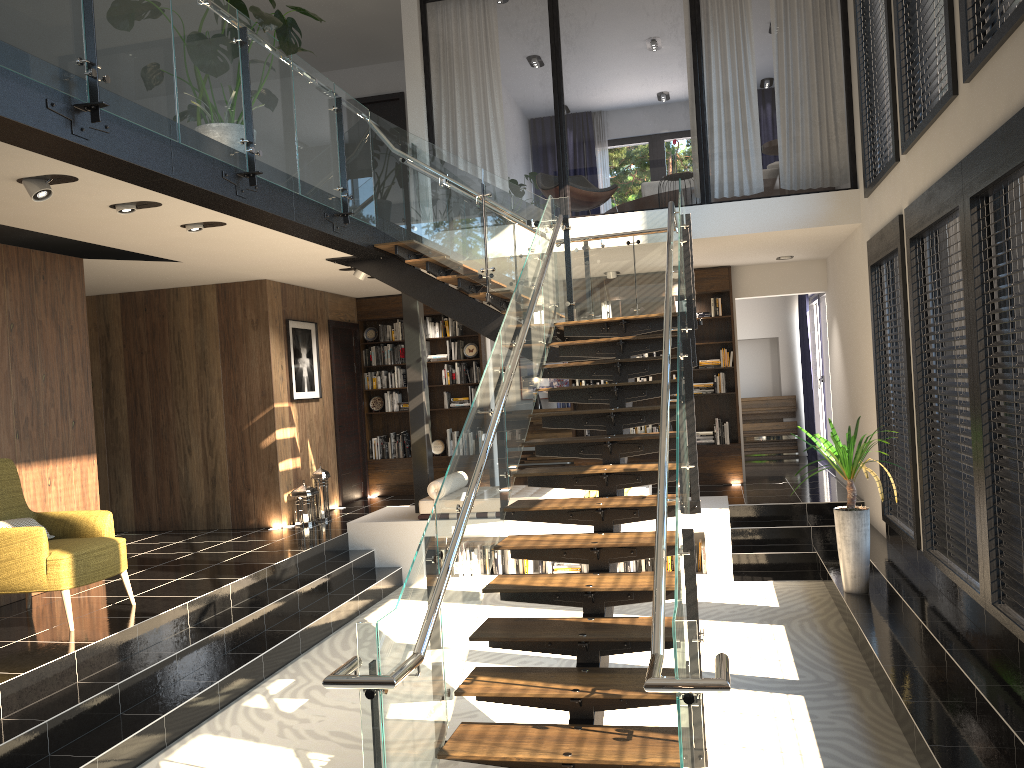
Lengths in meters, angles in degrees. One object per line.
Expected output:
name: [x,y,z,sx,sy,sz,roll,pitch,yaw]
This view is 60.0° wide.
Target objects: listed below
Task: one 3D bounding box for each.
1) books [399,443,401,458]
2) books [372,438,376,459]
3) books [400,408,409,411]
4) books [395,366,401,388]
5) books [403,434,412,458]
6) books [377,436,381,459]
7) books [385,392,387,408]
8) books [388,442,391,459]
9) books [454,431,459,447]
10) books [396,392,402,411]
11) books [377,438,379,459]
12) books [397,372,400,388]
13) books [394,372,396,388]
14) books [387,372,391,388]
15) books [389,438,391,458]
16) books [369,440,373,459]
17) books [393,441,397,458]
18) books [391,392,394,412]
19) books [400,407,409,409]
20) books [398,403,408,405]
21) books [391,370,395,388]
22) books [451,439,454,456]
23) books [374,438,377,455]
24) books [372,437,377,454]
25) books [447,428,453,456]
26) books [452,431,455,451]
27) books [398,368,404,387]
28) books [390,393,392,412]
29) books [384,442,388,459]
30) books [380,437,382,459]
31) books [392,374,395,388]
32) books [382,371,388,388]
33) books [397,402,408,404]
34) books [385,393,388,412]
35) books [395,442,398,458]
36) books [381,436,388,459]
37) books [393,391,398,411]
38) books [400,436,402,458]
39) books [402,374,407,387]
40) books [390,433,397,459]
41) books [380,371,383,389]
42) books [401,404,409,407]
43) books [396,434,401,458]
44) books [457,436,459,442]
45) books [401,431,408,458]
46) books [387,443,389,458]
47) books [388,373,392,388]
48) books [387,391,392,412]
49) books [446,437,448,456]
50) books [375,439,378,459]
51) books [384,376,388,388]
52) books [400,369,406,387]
books: [-1.479,0.891,12.011,0.033,0.208,0.192,-3,0,13]
books: [-1.848,0.876,12.083,0.014,0.282,0.232,-3,0,13]
books: [-1.366,0.340,11.962,0.262,0.032,0.154,-4,0,15]
books: [-1.533,-0.094,11.977,0.018,0.284,0.198,-3,0,13]
books: [-1.405,0.832,11.973,0.042,0.315,0.193,-3,1,13]
books: [-1.772,0.860,12.050,0.015,0.306,0.222,-3,0,13]
books: [-1.686,0.244,12.038,0.020,0.264,0.152,-3,1,13]
books: [-1.626,0.893,12.036,0.026,0.222,0.209,-3,0,13]
books: [-0.728,0.788,11.818,0.019,0.321,0.161,-3,1,13]
books: [-1.531,0.240,12.007,0.030,0.253,0.138,-3,1,13]
books: [-1.786,0.862,12.059,0.016,0.304,0.217,-3,0,13]
books: [-1.510,-0.058,11.987,0.018,0.210,0.157,-3,0,13]
books: [-1.547,-0.058,12.006,0.027,0.214,0.159,-3,0,13]
books: [-1.647,-0.053,12.024,0.053,0.216,0.151,-3,0,13]
books: [-1.609,0.862,12.019,0.017,0.282,0.232,-3,0,13]
books: [-1.895,0.890,12.120,0.032,0.262,0.194,-3,0,13]
books: [-1.562,0.889,12.031,0.034,0.223,0.208,-3,0,13]
books: [-1.591,0.237,12.010,0.024,0.265,0.147,-3,1,13]
books: [-1.367,0.314,11.964,0.266,0.021,0.152,-4,0,11]
books: [-1.374,0.262,11.952,0.293,0.016,0.174,-4,0,11]
books: [-1.599,-0.069,12.004,0.020,0.243,0.154,-3,1,13]
books: [-0.784,0.845,11.848,0.034,0.215,0.104,-3,1,13]
books: [-1.823,0.875,12.095,0.030,0.282,0.170,-3,1,13]
books: [-1.863,0.874,12.119,0.032,0.288,0.179,-3,1,13]
books: [-0.823,0.775,11.809,0.017,0.359,0.189,-3,1,13]
books: [-0.761,0.792,11.840,0.019,0.317,0.122,-3,1,13]
books: [-1.495,-0.084,11.971,0.021,0.260,0.197,-3,0,13]
books: [-1.616,0.249,12.023,0.032,0.245,0.120,-3,1,13]
books: [-1.681,0.899,12.031,0.021,0.217,0.220,-3,0,13]
books: [-1.748,0.861,12.079,0.018,0.302,0.195,-3,1,13]
books: [-1.578,-0.046,11.988,0.025,0.194,0.172,-3,0,13]
books: [-1.716,-0.059,12.018,0.026,0.237,0.164,-3,0,13]
books: [-1.375,0.248,11.944,0.292,0.013,0.187,-4,0,15]
books: [-1.671,0.246,11.998,0.026,0.257,0.192,-3,0,13]
books: [-1.528,0.887,12.022,0.036,0.222,0.173,-3,0,13]
books: [-1.731,0.858,12.069,0.020,0.304,0.189,-3,1,13]
books: [-1.566,0.229,11.996,0.032,0.279,0.133,-3,1,13]
books: [-1.457,0.841,11.985,0.027,0.304,0.204,-3,1,13]
books: [-1.450,-0.047,11.973,0.015,0.181,0.136,-3,0,13]
books: [-1.599,0.832,11.998,0.016,0.341,0.217,-3,1,13]
books: [-1.741,-0.056,12.045,0.036,0.235,0.169,-3,0,13]
books: [-1.368,0.287,11.964,0.244,0.033,0.142,-4,0,9]
books: [-1.511,0.836,11.996,0.016,0.322,0.218,-3,1,13]
books: [-0.695,0.821,11.832,0.034,0.250,0.114,-3,1,13]
books: [-1.441,0.814,11.957,0.019,0.356,0.235,-3,1,13]
books: [-1.650,0.902,12.052,0.029,0.207,0.166,-3,0,13]
books: [-1.621,-0.049,11.982,0.016,0.206,0.204,-3,0,13]
books: [-1.647,0.236,12.003,0.018,0.275,0.144,-3,1,13]
books: [-0.851,0.834,11.869,0.023,0.244,0.135,-3,1,13]
books: [-1.804,0.880,12.059,0.022,0.269,0.216,-3,0,13]
books: [-1.686,-0.026,12.025,0.026,0.167,0.173,-3,0,13]
books: [-1.468,-0.078,11.987,0.023,0.245,0.133,-3,1,13]
